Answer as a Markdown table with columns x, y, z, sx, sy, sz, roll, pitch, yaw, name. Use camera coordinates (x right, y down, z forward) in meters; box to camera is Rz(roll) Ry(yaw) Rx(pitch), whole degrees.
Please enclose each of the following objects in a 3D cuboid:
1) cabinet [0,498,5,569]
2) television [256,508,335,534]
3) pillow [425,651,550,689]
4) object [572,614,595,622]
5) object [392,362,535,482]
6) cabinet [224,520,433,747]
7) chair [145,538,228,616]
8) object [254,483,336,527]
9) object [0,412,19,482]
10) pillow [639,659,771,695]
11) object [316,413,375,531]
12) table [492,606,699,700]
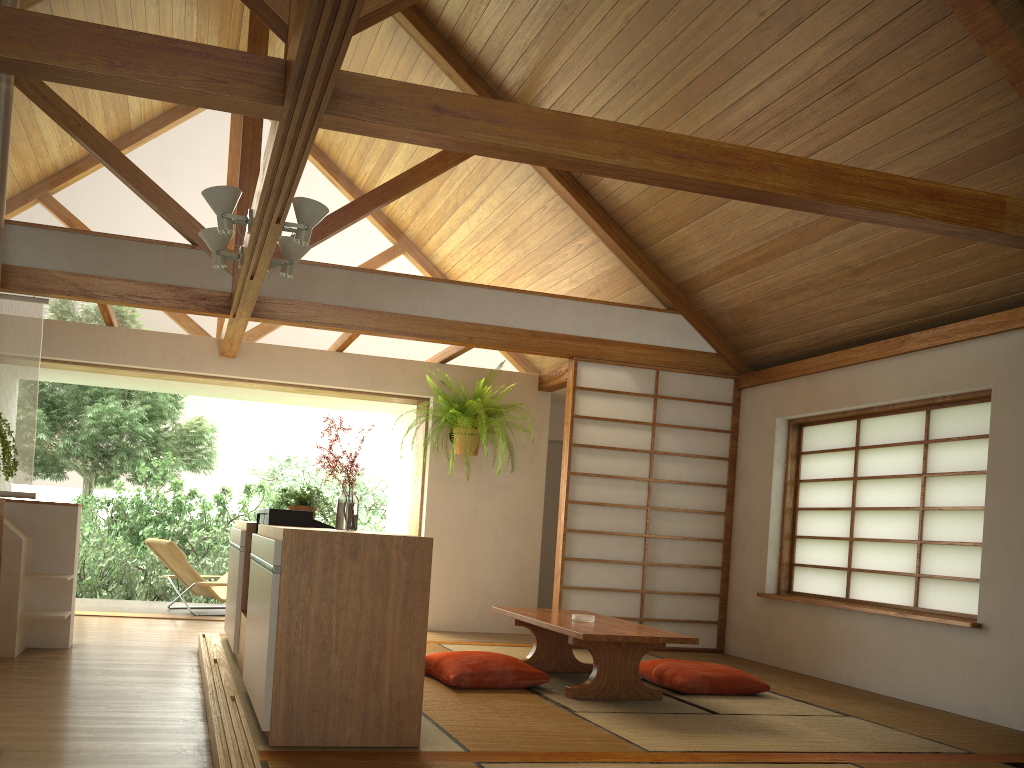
| x | y | z | sx | sy | sz | roll | pitch | yaw | name |
| --- | --- | --- | --- | --- | --- | --- | --- | --- | --- |
| -2.955 | 0.638 | 2.341 | 2.698 | 0.876 | 0.874 | 6 | -5 | -14 | cabinet |
| -1.009 | 0.898 | 4.309 | 0.474 | 0.535 | 0.669 | 5 | -6 | -18 | television |
| -0.167 | 1.471 | 4.552 | 0.533 | 0.147 | 0.593 | 8 | -10 | -23 | pillow |
| 0.379 | 1.240 | 4.638 | 0.112 | 0.030 | 0.128 | 12 | -12 | -43 | object |
| -0.308 | 0.344 | 7.258 | 1.221 | 1.122 | 1.112 | 6 | -5 | -23 | object |
| -1.049 | 1.069 | 4.301 | 0.537 | 0.730 | 2.776 | 5 | -9 | -20 | cabinet |
| -2.596 | 1.709 | 7.750 | 1.167 | 0.623 | 0.857 | 11 | -9 | -42 | chair |
| -1.315 | 0.784 | 5.331 | 0.527 | 0.374 | 0.545 | -1 | -8 | 33 | object |
| -1.673 | 0.158 | 2.562 | 0.460 | 0.348 | 0.492 | 3 | -7 | 7 | object |
| 1.009 | 1.606 | 4.831 | 0.538 | 0.130 | 0.588 | 7 | -10 | -18 | pillow |
| -0.729 | 0.375 | 3.743 | 0.232 | 0.497 | 0.232 | 4 | -2 | -11 | object |
| 0.374 | 1.428 | 4.661 | 0.581 | 0.333 | 1.259 | 6 | -9 | -19 | table |
